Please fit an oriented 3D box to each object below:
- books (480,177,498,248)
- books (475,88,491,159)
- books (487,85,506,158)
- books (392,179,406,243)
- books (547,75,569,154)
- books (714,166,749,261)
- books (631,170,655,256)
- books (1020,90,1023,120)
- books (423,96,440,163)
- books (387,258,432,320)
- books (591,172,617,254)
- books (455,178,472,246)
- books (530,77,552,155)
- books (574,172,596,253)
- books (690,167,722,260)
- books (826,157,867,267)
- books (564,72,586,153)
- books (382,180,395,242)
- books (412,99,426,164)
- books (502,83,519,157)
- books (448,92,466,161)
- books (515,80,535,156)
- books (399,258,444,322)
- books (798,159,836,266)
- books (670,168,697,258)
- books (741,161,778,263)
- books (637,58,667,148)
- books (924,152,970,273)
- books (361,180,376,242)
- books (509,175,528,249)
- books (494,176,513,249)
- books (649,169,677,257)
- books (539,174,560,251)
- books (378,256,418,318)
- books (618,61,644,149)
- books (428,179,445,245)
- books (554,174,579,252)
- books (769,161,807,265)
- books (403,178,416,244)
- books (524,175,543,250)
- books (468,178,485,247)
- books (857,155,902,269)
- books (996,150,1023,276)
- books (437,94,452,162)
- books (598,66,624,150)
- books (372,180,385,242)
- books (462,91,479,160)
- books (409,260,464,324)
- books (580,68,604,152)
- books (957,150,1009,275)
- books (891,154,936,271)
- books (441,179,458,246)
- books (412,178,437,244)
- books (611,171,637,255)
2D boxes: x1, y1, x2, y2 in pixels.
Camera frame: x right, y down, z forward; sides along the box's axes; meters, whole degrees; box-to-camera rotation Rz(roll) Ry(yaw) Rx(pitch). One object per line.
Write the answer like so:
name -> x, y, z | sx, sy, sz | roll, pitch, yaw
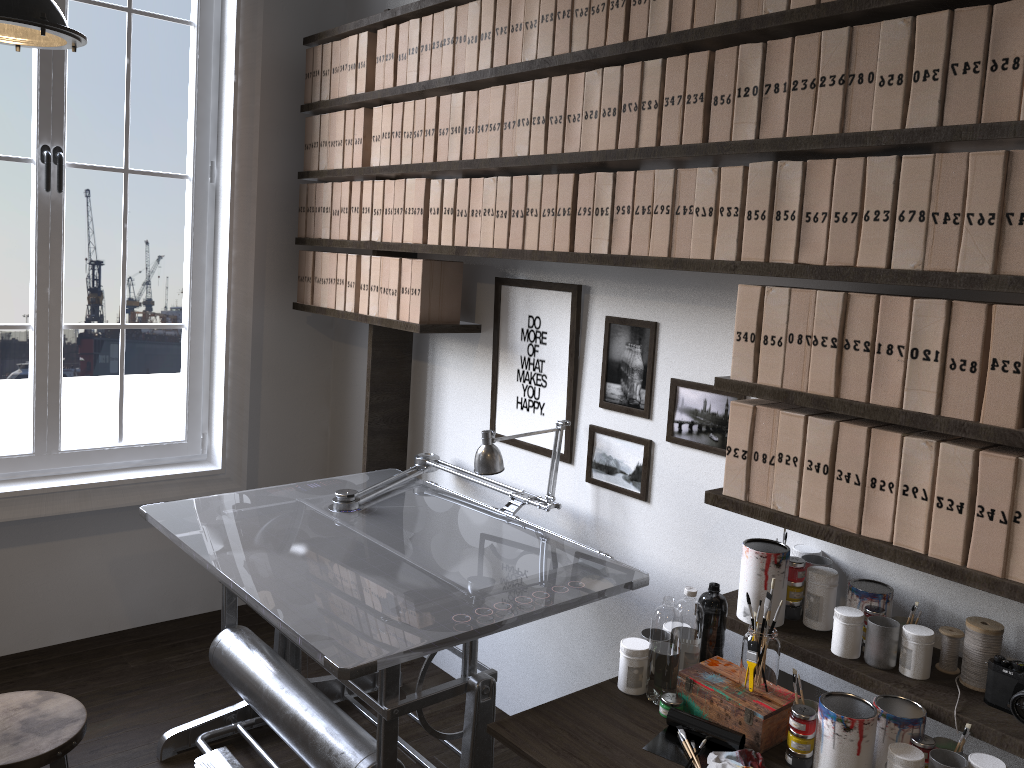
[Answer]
books -> -0.007, -0.533, 2.803 | 0.174, 0.224, 0.067 | -2, 8, -40
books -> -0.024, -0.813, 2.822 | 0.174, 0.224, 0.067 | -2, 8, -40
books -> 0.015, -0.803, 2.767 | 0.174, 0.225, 0.067 | -2, 8, -40
books -> -0.337, -0.618, 3.199 | 0.174, 0.224, 0.067 | -2, 8, -40
books -> 0.193, -0.762, 2.563 | 0.174, 0.224, 0.067 | -2, 8, -40
books -> 0.569, -0.397, 2.113 | 0.174, 0.225, 0.067 | -2, 8, -40
books -> 0.401, -0.437, 2.321 | 0.174, 0.224, 0.067 | -2, 8, -40
books -> 0.997, -0.572, 1.597 | 0.174, 0.225, 0.067 | -2, 8, -40
books -> -0.211, -0.856, 3.038 | 0.174, 0.225, 0.067 | -2, 8, -40
books -> -0.360, -0.344, 3.223 | 0.174, 0.225, 0.067 | -2, 8, -40
books -> 0.307, -0.458, 2.427 | 0.174, 0.224, 0.067 | -2, 8, -40
books -> -0.095, -0.554, 2.911 | 0.174, 0.224, 0.067 | -2, 8, -40
books -> 0.145, -0.772, 2.614 | 0.174, 0.225, 0.067 | -2, 8, -40
books -> 0.265, -0.469, 2.484 | 0.174, 0.224, 0.067 | -2, 8, -40
books -> 0.525, -0.407, 2.170 | 0.174, 0.224, 0.067 | -2, 8, -40
books -> 0.758, -0.360, 1.894 | 0.174, 0.224, 0.067 | -2, 8, -40
books -> 0.239, -0.752, 2.511 | 0.174, 0.224, 0.067 | -2, 8, -40
books -> -0.380, -0.628, 3.254 | 0.174, 0.224, 0.067 | -2, 8, -40
books -> -0.254, -0.867, 3.098 | 0.174, 0.224, 0.067 | -2, 8, -40
books -> 0.061, -0.793, 2.719 | 0.174, 0.224, 0.067 | -2, 8, -40
books -> -0.117, -0.834, 2.927 | 0.174, 0.224, 0.067 | -2, 8, -40
books -> 0.100, -0.783, 2.670 | 0.174, 0.224, 0.067 | -2, 8, -40
books -> -0.310, -0.334, 3.175 | 0.174, 0.224, 0.067 | -2, 8, -40
books -> 0.715, -0.371, 1.948 | 0.174, 0.224, 0.067 | -2, 8, -40
books -> 0.486, -0.417, 2.218 | 0.174, 0.224, 0.067 | -2, 8, -40
books -> 0.619, -0.392, 2.052 | 0.174, 0.224, 0.067 | -2, 8, -40
books -> 0.414, -0.710, 2.298 | 0.174, 0.224, 0.067 | -2, 8, -40
books -> 0.890, -0.329, 1.737 | 0.174, 0.224, 0.067 | -2, 8, -40
books -> -0.477, -0.649, 3.357 | 0.174, 0.224, 0.067 | -2, 8, -40
books -> 0.083, -0.511, 2.691 | 0.174, 0.225, 0.067 | -2, 8, -40
books -> 0.036, -0.522, 2.746 | 0.174, 0.224, 0.067 | -2, 8, -40
books -> 0.439, -0.427, 2.266 | 0.174, 0.225, 0.067 | -2, 8, -40
books -> 0.170, -0.492, 2.597 | 0.174, 0.224, 0.067 | -2, 8, -40
books -> -0.399, -0.354, 3.277 | 0.174, 0.224, 0.067 | -2, 8, -40
books -> 0.370, -0.719, 2.343 | 0.174, 0.225, 0.067 | -2, 8, -40
books -> -0.194, -0.576, 3.026 | 0.174, 0.224, 0.067 | -2, 8, -40
books -> 0.213, -0.480, 2.537 | 0.174, 0.225, 0.067 | -2, 8, -40
books -> 0.668, -0.381, 1.999 | 0.174, 0.224, 0.067 | -2, 8, -40
books -> -0.290, -0.606, 3.142 | 0.174, 0.224, 0.067 | -2, 8, -40
books -> 0.126, -0.501, 2.646 | 0.174, 0.224, 0.067 | -2, 8, -40
books -> -0.049, -0.543, 2.859 | 0.174, 0.224, 0.067 | -2, 8, -40
books -> 0.800, -0.349, 1.838 | 0.174, 0.225, 0.067 | -2, 8, -40
books -> 0.976, -0.309, 1.636 | 0.174, 0.224, 0.067 | -2, 8, -40
books -> -0.159, -0.845, 2.985 | 0.174, 0.224, 0.067 | -2, 8, -40
books -> 0.324, -0.730, 2.398 | 0.174, 0.224, 0.067 | -2, 8, -40
books -> -0.428, -0.639, 3.304 | 0.174, 0.224, 0.067 | -2, 8, -40
books -> -0.069, -0.824, 2.876 | 0.174, 0.224, 0.067 | -2, 8, -40
books -> -0.267, -0.323, 3.120 | 0.174, 0.224, 0.067 | -2, 8, -40
books -> 0.281, -0.741, 2.455 | 0.174, 0.224, 0.067 | -2, 8, -40
books -> 0.929, -0.319, 1.683 | 0.174, 0.225, 0.067 | -2, 8, -40
books -> 0.848, -0.339, 1.784 | 0.174, 0.224, 0.067 | -2, 8, -40
books -> -0.143, -0.564, 2.962 | 0.174, 0.225, 0.067 | -2, 8, -40
books -> -0.253, -0.597, 3.091 | 0.174, 0.225, 0.067 | -2, 8, -40
books -> 0.356, -0.448, 2.375 | 0.174, 0.224, 0.067 | -2, 8, -40
